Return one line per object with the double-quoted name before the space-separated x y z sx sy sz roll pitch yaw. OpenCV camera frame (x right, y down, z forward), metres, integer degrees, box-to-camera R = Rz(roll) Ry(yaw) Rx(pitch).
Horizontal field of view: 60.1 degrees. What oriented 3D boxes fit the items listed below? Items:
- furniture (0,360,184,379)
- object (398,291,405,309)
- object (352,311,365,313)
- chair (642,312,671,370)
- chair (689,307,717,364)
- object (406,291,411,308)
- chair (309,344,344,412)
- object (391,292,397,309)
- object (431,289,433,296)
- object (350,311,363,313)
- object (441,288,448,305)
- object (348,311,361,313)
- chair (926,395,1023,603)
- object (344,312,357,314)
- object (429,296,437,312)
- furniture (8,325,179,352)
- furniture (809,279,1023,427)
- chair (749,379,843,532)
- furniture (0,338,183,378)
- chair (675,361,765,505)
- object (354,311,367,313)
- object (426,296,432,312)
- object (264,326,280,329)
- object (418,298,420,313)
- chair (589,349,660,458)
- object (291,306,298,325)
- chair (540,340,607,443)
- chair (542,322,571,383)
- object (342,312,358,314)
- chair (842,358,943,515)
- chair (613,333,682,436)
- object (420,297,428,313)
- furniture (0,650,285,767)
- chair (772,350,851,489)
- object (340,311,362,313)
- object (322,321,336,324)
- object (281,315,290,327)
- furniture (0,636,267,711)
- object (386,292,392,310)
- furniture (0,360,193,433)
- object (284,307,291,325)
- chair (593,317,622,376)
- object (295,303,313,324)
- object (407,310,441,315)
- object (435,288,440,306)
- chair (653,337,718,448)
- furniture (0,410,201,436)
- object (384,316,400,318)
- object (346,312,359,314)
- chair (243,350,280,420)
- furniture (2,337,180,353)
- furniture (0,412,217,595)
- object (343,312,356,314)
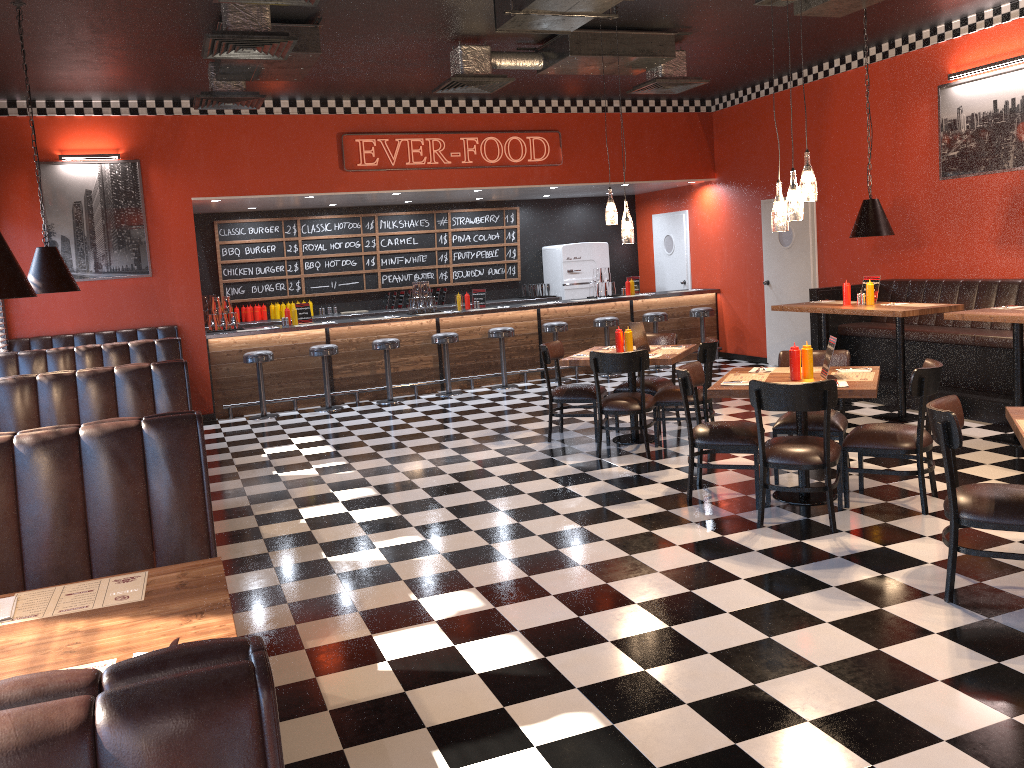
"furniture" -2.965 0.467 5.750 1.712 1.149 0.708 -7 7 -21
"object" -1.664 -1.263 13.303 0.072 0.256 0.189 -7 7 -26
"object" -2.324 -1.061 13.047 0.366 0.001 0.262 -7 9 -21
"chair" 1.980 -0.597 12.150 0.349 0.771 0.349 -6 6 -16
"chair" 2.678 -0.682 12.419 0.348 0.771 0.350 -1 7 24
"object" -1.560 -1.275 13.344 0.072 0.256 0.189 -6 7 -16
"chair" -2.211 -0.082 10.540 0.348 0.771 0.350 -1 7 29
"object" -1.767 -1.250 13.262 0.073 0.259 0.193 -6 7 -18
"object" -1.248 -1.314 13.464 0.072 0.256 0.189 -6 7 -16
"object" -2.325 -1.064 13.046 0.366 0.001 0.262 -7 9 -19
"object" -1.039 -1.339 13.544 0.072 0.256 0.189 -6 7 -16
"object" -2.325 -1.066 13.046 0.366 0.001 0.262 -7 9 -21
"chair" 2.184 0.515 4.010 0.544 0.863 0.489 0 7 28
"object" -2.324 -1.056 13.047 0.366 0.001 0.262 -7 9 -22
"object" -1.045 -1.046 11.670 0.105 0.208 0.106 -1 7 24
"furniture" -4.451 0.022 9.541 1.712 1.149 0.708 -7 7 -21
"furniture" 5.280 -0.060 5.560 1.106 1.144 8.788 -6 9 -21
"chair" 1.678 0.376 5.212 0.486 0.863 0.547 -1 7 24
"furniture" -3.578 0.284 7.314 1.712 1.149 0.708 -7 7 -21
"chair" 1.376 0.303 5.858 0.544 0.863 0.489 -1 7 21
"object" -2.324 -1.059 13.047 0.366 0.001 0.262 -6 9 -17
"object" -1.098 -1.058 11.775 0.105 0.208 0.106 -1 7 24
"object" -2.905 -0.684 10.699 0.158 0.019 0.256 -8 9 -25
"object" -1.209 -1.044 11.732 0.105 0.208 0.106 -1 7 24
"chair" 0.925 0.133 7.253 0.486 0.863 0.547 -2 7 18
"object" -2.693 -0.847 10.963 0.068 0.237 0.068 -6 6 -19
"chair" 0.547 0.053 7.985 0.544 0.863 0.489 -2 7 19
"chair" 0.583 -0.425 11.614 0.348 0.771 0.350 -1 7 24
"object" -2.324 -1.055 13.047 0.366 0.001 0.262 -7 9 -19
"chair" 2.344 0.300 5.423 0.544 0.863 0.489 0 8 33
"chair" 1.254 -0.018 8.147 0.486 0.863 0.547 1 8 36
"object" -1.162 -1.033 11.633 0.105 0.208 0.106 -1 7 24
"furniture" -0.968 1.066 0.657 1.712 1.149 0.708 -7 7 -21
"chair" 2.076 0.218 6.121 0.486 0.863 0.547 -1 7 27
"object" -2.325 -1.065 13.046 0.366 0.001 0.262 -7 9 -20
"object" -2.266 -0.764 10.961 0.157 0.019 0.256 -6 8 -15
"object" -2.786 -0.776 10.883 0.093 0.135 0.047 -2 6 14
"furniture" -1.225 0.989 1.312 1.712 1.149 0.708 -7 7 -21
"object" -1.855 -1.240 13.234 0.070 0.257 0.190 -5 7 -13
"furniture" -2.708 0.544 5.095 1.712 1.149 0.708 -7 7 -21
"object" -2.787 -0.846 11.004 0.068 0.237 0.068 -6 6 -19
"chair" 1.281 -0.511 11.882 0.349 0.771 0.349 -6 7 -21
"object" -2.616 -0.886 11.133 0.189 0.256 0.072 -8 7 -31
"object" -1.163 -0.946 11.704 0.437 0.018 0.274 -7 9 -21
"object" -1.142 -1.326 13.504 0.074 0.256 0.190 -6 7 -18
"chair" 1.483 0.062 7.482 0.544 0.863 0.489 -2 7 19
"furniture" -2.095 0.728 3.531 1.712 1.149 0.708 -7 7 -21
"object" -1.531 -0.858 11.268 0.158 0.019 0.256 -8 9 -25
"object" -2.324 -1.054 13.047 0.366 0.001 0.262 -6 8 -15
"chair" -2.909 0.004 10.271 0.348 0.771 0.350 -1 7 24
"furniture" -3.835 0.207 7.969 1.712 1.149 0.708 -7 7 -21
"furniture" -1.838 0.805 2.876 1.712 1.149 0.708 -7 7 -21
"object" -2.324 -1.058 13.047 0.366 0.001 0.262 -7 9 -19
